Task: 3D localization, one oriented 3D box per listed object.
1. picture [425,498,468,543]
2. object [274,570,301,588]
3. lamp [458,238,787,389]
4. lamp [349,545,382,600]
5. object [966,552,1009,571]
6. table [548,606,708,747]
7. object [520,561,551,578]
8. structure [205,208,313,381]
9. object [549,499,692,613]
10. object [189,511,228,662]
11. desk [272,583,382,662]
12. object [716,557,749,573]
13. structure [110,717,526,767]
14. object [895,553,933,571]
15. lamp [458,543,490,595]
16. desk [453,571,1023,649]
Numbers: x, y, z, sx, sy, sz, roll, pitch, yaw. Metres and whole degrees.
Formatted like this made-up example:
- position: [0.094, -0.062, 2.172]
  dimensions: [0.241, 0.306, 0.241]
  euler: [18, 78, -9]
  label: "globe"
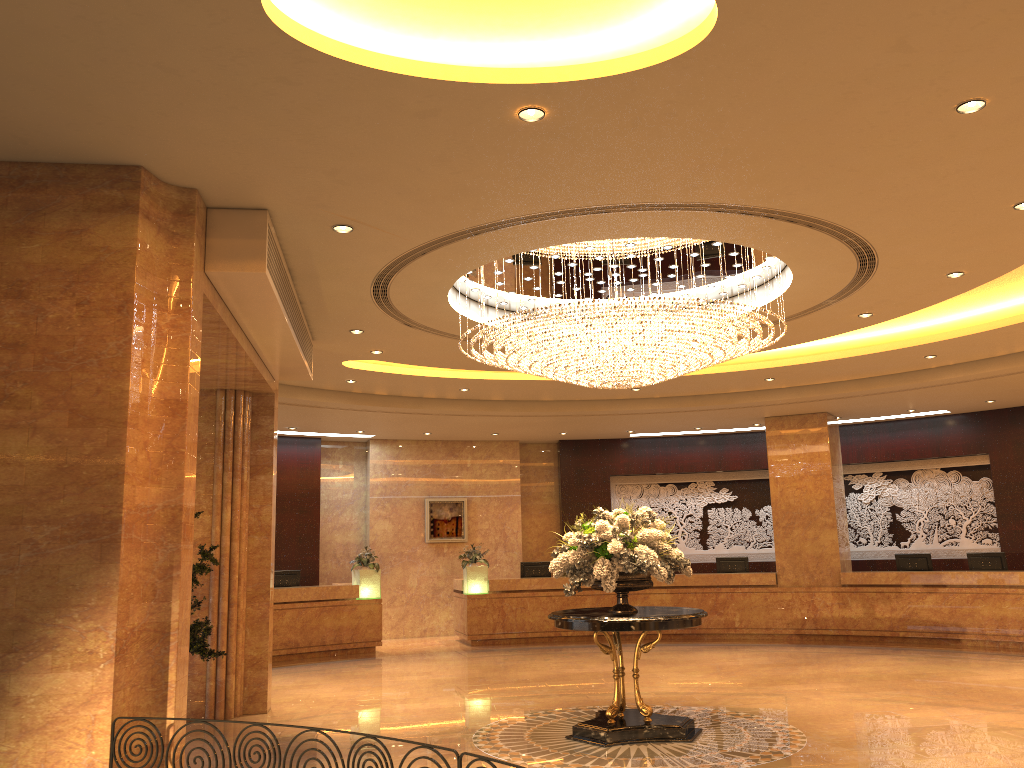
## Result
- position: [-1.352, 2.810, 18.302]
  dimensions: [0.875, 0.890, 0.068]
  euler: [2, -11, -17]
  label: "picture"
- position: [-4.051, 3.432, 15.084]
  dimensions: [0.918, 0.500, 0.397]
  euler: [4, -12, -26]
  label: "object"
- position: [1.068, -0.554, 8.866]
  dimensions: [3.206, 1.196, 3.204]
  euler: [-7, -12, 28]
  label: "lamp"
- position: [-2.597, 3.315, 15.643]
  dimensions: [0.570, 0.923, 0.580]
  euler: [1, -11, -11]
  label: "lamp"
- position: [7.798, 3.012, 14.529]
  dimensions: [0.430, 0.500, 0.531]
  euler: [0, -11, -5]
  label: "object"
- position: [1.095, 2.678, 8.255]
  dimensions: [1.493, 1.089, 1.493]
  euler: [1, -11, -14]
  label: "table"
- position: [0.457, 3.655, 16.979]
  dimensions: [0.531, 0.500, 0.430]
  euler: [-7, -12, 28]
  label: "object"
- position: [-2.267, -0.655, 8.388]
  dimensions: [0.425, 0.483, 4.113]
  euler: [0, -11, -8]
  label: "structure"
- position: [1.046, 1.658, 8.473]
  dimensions: [1.277, 0.999, 1.318]
  euler: [-6, -11, 22]
  label: "object"
- position: [-3.496, 2.223, 8.646]
  dimensions: [1.250, 2.363, 0.843]
  euler: [4, -12, -27]
  label: "object"
- position: [-4.456, 3.929, 14.385]
  dimensions: [5.227, 1.155, 1.570]
  euler: [8, -14, -43]
  label: "desk"
- position: [4.156, 3.507, 16.688]
  dimensions: [0.430, 0.500, 0.531]
  euler: [6, -13, -35]
  label: "object"
- position: [-1.088, 1.626, 1.011]
  dimensions: [3.815, 0.995, 7.624]
  euler: [-3, -11, 10]
  label: "structure"
- position: [6.934, 3.174, 15.279]
  dimensions: [0.430, 0.500, 0.531]
  euler: [1, -11, -11]
  label: "object"
- position: [-0.698, 3.409, 16.406]
  dimensions: [0.577, 0.925, 0.542]
  euler: [0, -11, -6]
  label: "lamp"
- position: [5.020, 3.808, 15.030]
  dimensions: [12.951, 1.155, 3.466]
  euler: [-7, -12, 26]
  label: "desk"
